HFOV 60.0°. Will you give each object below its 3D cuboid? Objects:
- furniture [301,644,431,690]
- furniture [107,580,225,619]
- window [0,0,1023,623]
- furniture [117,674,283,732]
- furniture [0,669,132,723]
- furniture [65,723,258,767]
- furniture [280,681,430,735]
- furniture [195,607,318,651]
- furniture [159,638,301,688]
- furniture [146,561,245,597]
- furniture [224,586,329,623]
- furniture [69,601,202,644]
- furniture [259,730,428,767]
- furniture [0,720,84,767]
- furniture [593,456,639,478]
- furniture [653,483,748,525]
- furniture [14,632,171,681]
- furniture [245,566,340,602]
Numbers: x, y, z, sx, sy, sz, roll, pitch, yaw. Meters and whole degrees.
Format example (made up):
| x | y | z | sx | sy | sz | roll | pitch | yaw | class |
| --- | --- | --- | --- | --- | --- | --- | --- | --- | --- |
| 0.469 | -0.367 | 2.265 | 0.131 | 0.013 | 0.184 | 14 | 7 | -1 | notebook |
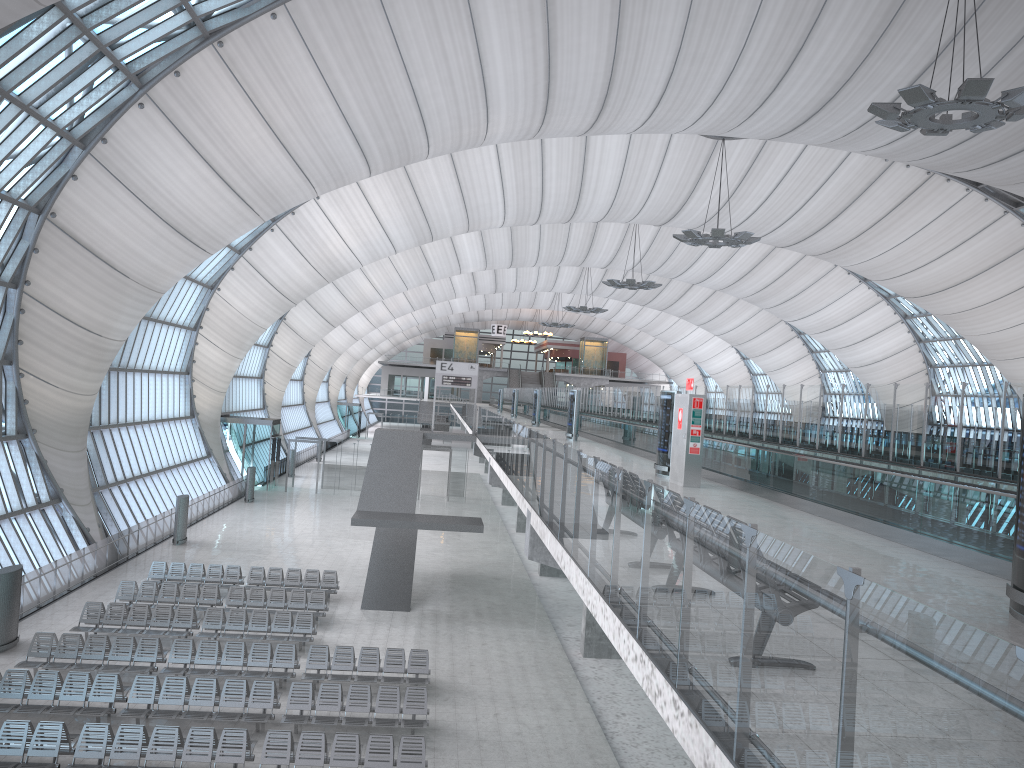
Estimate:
| x | y | z | sx | sy | sz | roll | pitch | yaw | class |
| --- | --- | --- | --- | --- | --- | --- | --- | --- | --- |
| -3.109 | 6.148 | 19.164 | 2.705 | 0.913 | 1.572 | 4 | -1 | -5 | furniture |
| -9.180 | 5.776 | 23.703 | 2.705 | 0.913 | 1.572 | 4 | -1 | -5 | furniture |
| 6.160 | -1.998 | 77.934 | 50.537 | 20.004 | 167.818 | 4 | -1 | -5 | window |
| -5.742 | 5.936 | 16.539 | 2.705 | 0.913 | 1.572 | 4 | -1 | -5 | furniture |
| -8.571 | 5.737 | 16.307 | 2.705 | 0.913 | 1.572 | 4 | -1 | -5 | furniture |
| -5.544 | 5.924 | 14.146 | 2.705 | 0.913 | 1.572 | 4 | -1 | -5 | furniture |
| -2.912 | 6.136 | 16.771 | 2.705 | 0.913 | 1.572 | 4 | -1 | -5 | furniture |
| -6.158 | 5.963 | 21.594 | 2.705 | 0.913 | 1.572 | 4 | -1 | -5 | furniture |
| -5.939 | 5.949 | 18.932 | 2.705 | 0.913 | 1.572 | 4 | -1 | -5 | furniture |
| -9.396 | 5.790 | 26.335 | 2.705 | 0.913 | 1.572 | 4 | -1 | -5 | furniture |
| -6.350 | 5.975 | 23.935 | 2.705 | 0.913 | 1.572 | 4 | -1 | -5 | furniture |
| -8.987 | 5.763 | 21.362 | 2.705 | 0.913 | 1.572 | 4 | -1 | -5 | furniture |
| -2.715 | 6.123 | 14.378 | 2.705 | 0.913 | 1.572 | 4 | -1 | -5 | furniture |
| -8.374 | 5.724 | 13.914 | 2.705 | 0.913 | 1.572 | 4 | -1 | -5 | furniture |
| 1.395 | 1.334 | 9.527 | 0.713 | 0.902 | 2.520 | 4 | -1 | -5 | furniture |
| 1.625 | 1.317 | 6.513 | 0.713 | 0.902 | 2.520 | 4 | -1 | -5 | furniture |
| -8.768 | 5.749 | 18.700 | 2.705 | 0.913 | 1.572 | 4 | -1 | -5 | furniture |
| -6.567 | 5.989 | 26.567 | 2.705 | 0.913 | 1.572 | 4 | -1 | -5 | furniture |
